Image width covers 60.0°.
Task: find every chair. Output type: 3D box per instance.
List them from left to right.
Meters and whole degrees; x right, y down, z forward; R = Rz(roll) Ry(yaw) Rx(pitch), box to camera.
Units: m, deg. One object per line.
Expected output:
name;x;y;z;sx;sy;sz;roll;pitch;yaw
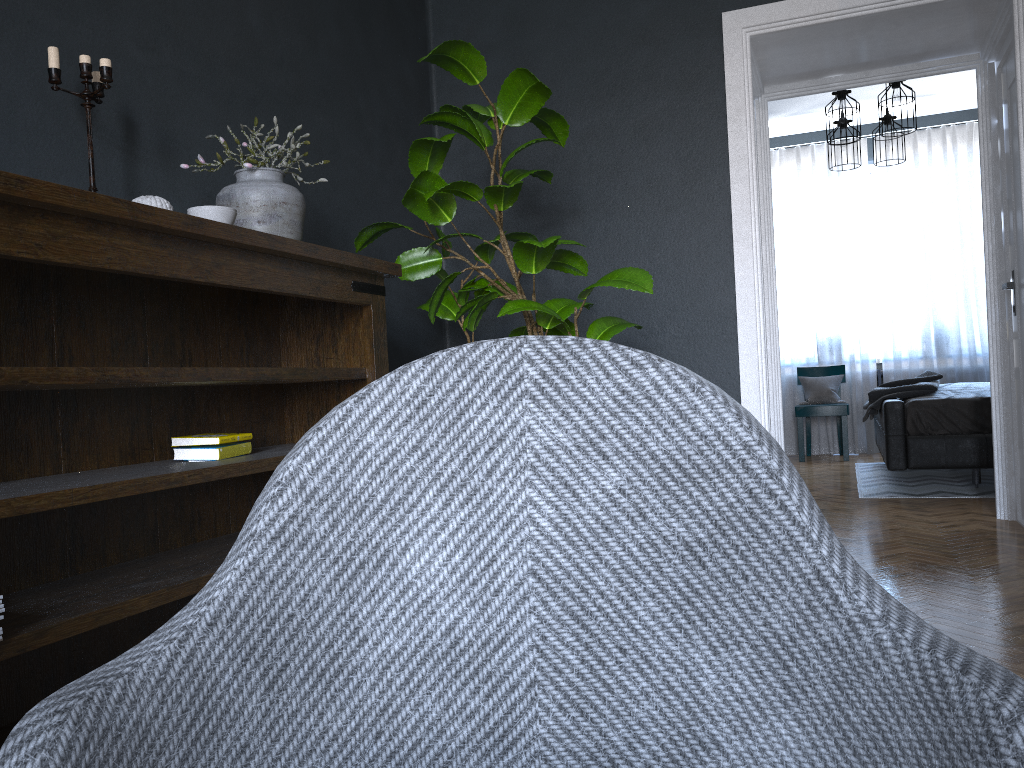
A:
chair;0.000;0.360;0.640;0.645;0.811;0.494;-3;1;-1
chair;2.671;0.242;7.628;0.436;0.799;0.592;-3;0;21

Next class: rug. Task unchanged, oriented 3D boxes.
rug;3.070;0.618;5.899;1.458;0.013;2.044;-3;0;21

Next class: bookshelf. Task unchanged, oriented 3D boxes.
bookshelf;-0.867;0.231;2.015;0.451;1.172;1.918;-3;0;21

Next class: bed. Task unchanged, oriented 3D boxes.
bed;3.532;0.012;5.742;2.375;1.162;2.264;-3;0;21

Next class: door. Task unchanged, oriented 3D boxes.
door;1.122;-0.379;4.208;0.162;2.187;0.856;-3;1;21
door;2.230;-0.439;3.792;0.162;2.187;0.856;-3;1;21

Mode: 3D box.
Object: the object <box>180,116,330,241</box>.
object;-0.717;-0.568;2.500;0.385;0.412;0.275;-3;0;-1

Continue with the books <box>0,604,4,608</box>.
books;-1.035;0.390;1.429;0.218;0.008;0.304;-3;0;24

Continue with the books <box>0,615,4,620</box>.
books;-1.036;0.409;1.431;0.218;0.006;0.304;-3;0;25

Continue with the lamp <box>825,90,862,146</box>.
lamp;2.217;-1.989;5.966;0.210;0.714;0.210;-3;1;34

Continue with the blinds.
blinds;3.283;-0.791;7.804;3.993;2.789;0.312;-3;1;21

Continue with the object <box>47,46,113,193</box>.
object;-1.010;-0.567;2.085;0.129;0.437;0.145;-3;1;-33

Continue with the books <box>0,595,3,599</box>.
books;-1.038;0.374;1.432;0.219;0.013;0.304;-3;0;25

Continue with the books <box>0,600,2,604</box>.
books;-1.039;0.382;1.431;0.218;0.008;0.304;-3;0;25

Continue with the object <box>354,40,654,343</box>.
object;-0.040;-0.168;3.042;1.118;1.899;0.763;-3;1;14

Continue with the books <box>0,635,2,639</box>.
books;-1.033;0.441;1.420;0.218;0.007;0.304;-3;0;25

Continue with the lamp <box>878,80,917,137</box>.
lamp;2.413;-1.968;5.584;0.210;0.769;0.210;-3;1;34

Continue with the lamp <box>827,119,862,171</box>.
lamp;2.359;-1.945;6.330;0.210;0.804;0.210;-3;1;34

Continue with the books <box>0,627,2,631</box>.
books;-1.032;0.425;1.420;0.219;0.013;0.304;-3;0;25

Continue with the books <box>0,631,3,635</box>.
books;-1.032;0.433;1.422;0.218;0.008;0.304;-3;0;25

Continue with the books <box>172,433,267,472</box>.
books;-0.775;0.190;2.360;0.174;0.113;0.197;-3;0;9

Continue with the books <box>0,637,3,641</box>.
books;-1.032;0.448;1.422;0.218;0.008;0.304;-3;0;20

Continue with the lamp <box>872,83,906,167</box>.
lamp;2.755;-1.995;6.509;0.210;0.747;0.210;-3;1;34

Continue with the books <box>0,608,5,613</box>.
books;-1.032;0.397;1.428;0.218;0.008;0.304;-3;0;24

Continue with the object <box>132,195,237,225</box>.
object;-0.808;-0.410;2.180;0.255;0.104;0.118;-3;0;-14
